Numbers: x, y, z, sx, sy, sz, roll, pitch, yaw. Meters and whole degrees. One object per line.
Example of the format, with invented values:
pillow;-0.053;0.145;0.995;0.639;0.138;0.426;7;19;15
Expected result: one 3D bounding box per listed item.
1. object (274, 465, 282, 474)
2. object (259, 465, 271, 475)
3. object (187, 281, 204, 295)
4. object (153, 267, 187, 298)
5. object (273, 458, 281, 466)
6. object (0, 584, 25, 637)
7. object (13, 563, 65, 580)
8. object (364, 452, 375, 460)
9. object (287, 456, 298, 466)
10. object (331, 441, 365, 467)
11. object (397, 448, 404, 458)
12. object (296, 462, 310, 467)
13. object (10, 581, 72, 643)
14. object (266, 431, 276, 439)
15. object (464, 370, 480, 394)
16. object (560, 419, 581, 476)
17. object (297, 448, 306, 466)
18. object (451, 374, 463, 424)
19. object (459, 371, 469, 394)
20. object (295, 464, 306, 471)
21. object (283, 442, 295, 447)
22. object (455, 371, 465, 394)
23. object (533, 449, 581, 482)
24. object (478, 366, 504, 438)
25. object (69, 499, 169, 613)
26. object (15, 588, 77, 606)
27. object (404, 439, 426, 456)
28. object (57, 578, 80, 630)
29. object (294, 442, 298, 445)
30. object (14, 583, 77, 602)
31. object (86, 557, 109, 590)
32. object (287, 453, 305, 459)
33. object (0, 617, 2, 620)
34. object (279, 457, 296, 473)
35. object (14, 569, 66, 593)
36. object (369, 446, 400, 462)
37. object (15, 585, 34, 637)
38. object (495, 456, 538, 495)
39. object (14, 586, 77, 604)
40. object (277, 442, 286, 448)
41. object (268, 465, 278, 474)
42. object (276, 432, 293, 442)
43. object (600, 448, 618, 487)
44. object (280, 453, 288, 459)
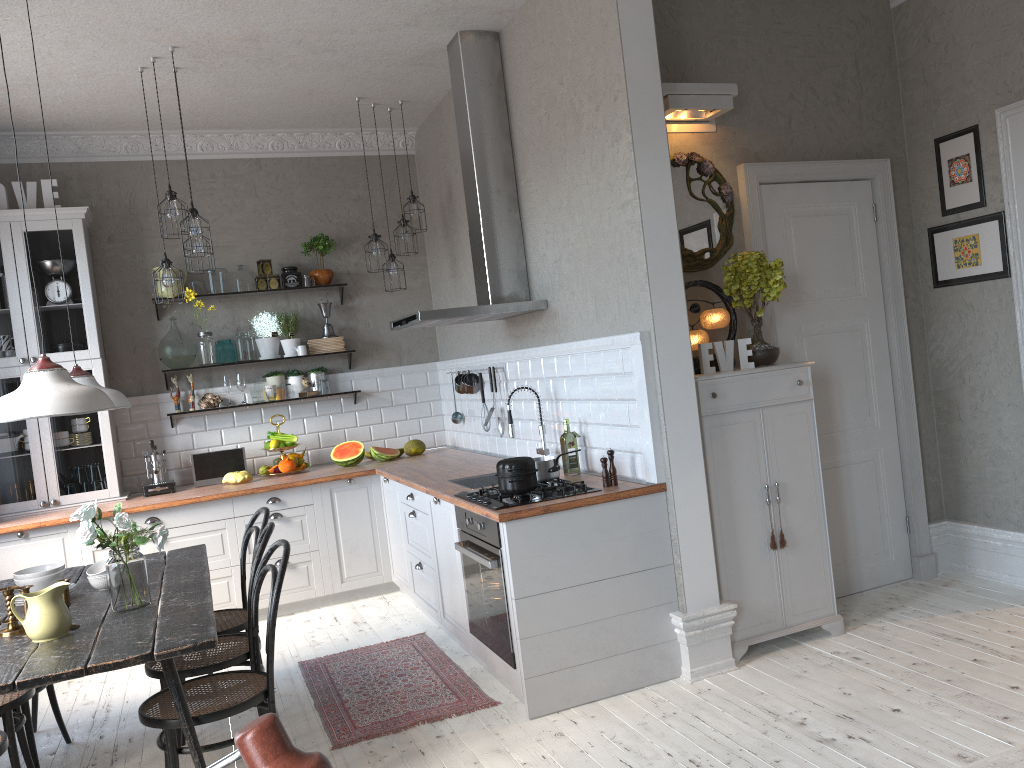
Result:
object;-1.651;0.604;6.183;0.071;0.076;0.224;-8;2;-39
object;-1.710;0.598;6.181;0.076;0.072;0.152;-7;2;9
object;-2.208;-0.659;6.192;0.105;0.111;0.102;-7;2;-21
object;-2.344;-0.693;6.077;0.192;0.216;0.172;-7;2;-7
object;-1.639;0.553;6.266;0.078;0.076;0.154;-7;2;6
object;-1.727;0.772;3.051;0.098;0.172;0.094;-8;2;-40
object;-1.858;0.775;3.493;0.183;0.094;0.176;-8;2;-30
object;-0.996;0.523;6.502;0.201;0.067;0.102;-7;2;-15
object;-1.538;0.543;6.178;0.088;0.078;0.088;-7;2;5
object;-1.149;0.495;6.206;0.236;0.174;0.217;-7;2;1
object;-0.852;0.504;6.457;0.118;0.073;0.204;-6;2;33
object;-1.542;0.577;6.297;0.214;0.044;0.054;-6;2;16
object;-1.541;0.754;2.923;0.133;0.170;0.152;-6;2;30
object;-1.669;0.353;6.158;0.074;0.058;0.050;-8;2;-44
object;-0.265;-0.014;5.885;0.109;0.161;0.136;-7;2;-4
object;0.300;0.315;4.432;0.091;0.282;0.080;-7;2;-21
object;-1.494;0.514;6.265;0.061;0.120;0.126;-7;2;3
object;-0.413;0.099;6.371;0.078;0.379;0.081;-7;2;-21
object;-0.299;-0.013;6.006;0.110;0.161;0.135;-7;2;-19
object;-1.484;0.583;6.191;0.088;0.051;0.069;-6;2;27
object;-1.565;0.429;6.200;0.098;0.062;0.077;-5;2;42
object;-0.343;-0.011;6.125;0.109;0.161;0.136;-7;2;-9
object;0.196;0.376;4.156;0.301;0.134;0.176;-6;2;13
object;-0.145;0.115;5.539;0.082;0.443;0.324;-7;2;-20
object;-1.401;0.607;3.198;0.316;0.414;0.247;-7;2;-23
object;-1.849;0.848;3.496;0.238;0.027;0.237;-7;1;-3
object;-0.710;0.464;6.462;0.130;0.119;0.207;-6;2;32
object;-1.518;0.751;3.021;0.059;0.167;0.059;-7;2;-8
object;-1.537;0.422;6.243;0.053;0.050;0.049;-7;2;-12
object;-1.851;0.831;3.496;0.237;0.027;0.237;-7;1;2
object;-1.666;0.777;3.616;0.125;0.119;0.127;-7;2;-5
object;-1.523;0.511;6.261;0.129;0.056;0.058;-8;2;-29
object;-1.942;0.823;3.218;0.142;0.112;0.136;-8;2;-38
object;-1.549;0.558;6.094;0.109;0.111;0.115;-6;2;36
object;-1.856;0.795;3.494;0.183;0.094;0.176;-8;2;-30
object;-0.888;0.486;6.258;0.229;0.127;0.145;-8;2;-38
object;-1.645;0.764;3.007;0.062;0.172;0.062;-7;2;1
object;0.021;0.397;3.843;0.194;0.147;0.189;-8;2;-41
object;-1.850;0.839;3.496;0.232;0.027;0.242;-6;2;37
object;-1.605;0.433;6.147;0.064;0.061;0.065;-7;2;-21
object;-1.661;0.596;6.163;0.085;0.057;0.089;-6;2;11
object;-1.598;0.374;6.254;0.181;0.096;0.088;-7;2;-2
object;0.427;0.369;3.918;0.074;0.167;0.035;-7;2;-22
object;-1.608;0.539;6.271;0.087;0.093;0.085;-8;2;-25
